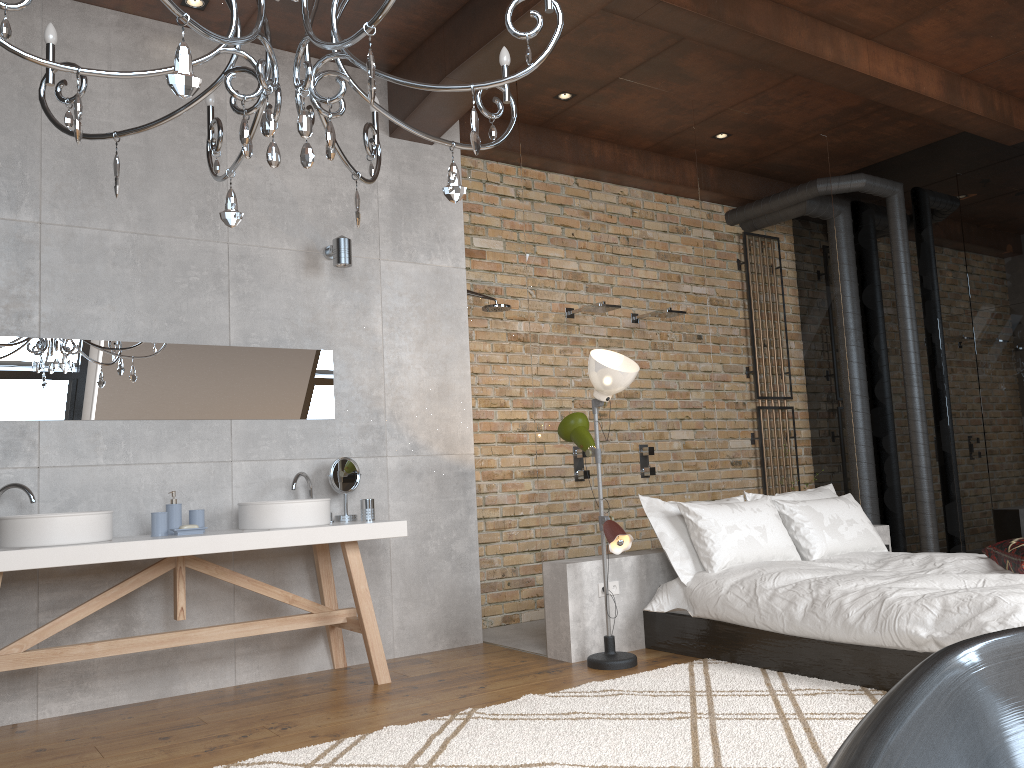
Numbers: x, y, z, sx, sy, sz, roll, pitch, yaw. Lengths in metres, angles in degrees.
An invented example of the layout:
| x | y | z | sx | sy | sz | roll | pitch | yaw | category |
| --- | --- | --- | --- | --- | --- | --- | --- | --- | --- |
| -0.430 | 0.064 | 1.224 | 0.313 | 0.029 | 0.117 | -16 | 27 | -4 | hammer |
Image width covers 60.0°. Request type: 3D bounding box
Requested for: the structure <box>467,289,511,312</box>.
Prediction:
| x | y | z | sx | sy | sz | roll | pitch | yaw | category |
| --- | --- | --- | --- | --- | --- | --- | --- | --- | --- |
| -0.155 | 0.315 | 5.603 | 0.457 | 2.005 | 0.217 | 2 | -8 | -38 | structure |

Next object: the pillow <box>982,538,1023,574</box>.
| x | y | z | sx | sy | sz | roll | pitch | yaw | category |
| --- | --- | --- | --- | --- | --- | --- | --- | --- | --- |
| 2.551 | 0.813 | 4.182 | 0.453 | 0.157 | 0.748 | -5 | -6 | 15 | pillow |

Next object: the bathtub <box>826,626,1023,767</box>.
| x | y | z | sx | sy | sz | roll | pitch | yaw | category |
| --- | --- | --- | --- | --- | --- | --- | --- | --- | --- |
| 0.806 | 0.678 | 0.957 | 0.872 | 0.652 | 1.811 | -6 | -7 | 28 | bathtub |

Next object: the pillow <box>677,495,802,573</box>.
| x | y | z | sx | sy | sz | roll | pitch | yaw | category |
| --- | --- | --- | --- | --- | --- | --- | --- | --- | --- |
| 1.248 | 0.824 | 4.858 | 0.744 | 0.397 | 0.276 | 1 | -7 | -35 | pillow |

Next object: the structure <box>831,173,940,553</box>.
| x | y | z | sx | sy | sz | roll | pitch | yaw | category |
| --- | --- | --- | --- | --- | --- | --- | --- | --- | --- |
| 2.527 | -0.003 | 7.039 | 0.829 | 3.140 | 1.189 | 1 | -7 | -34 | structure |

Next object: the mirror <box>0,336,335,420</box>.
| x | y | z | sx | sy | sz | roll | pitch | yaw | category |
| --- | --- | --- | --- | --- | --- | --- | --- | --- | --- |
| -1.733 | -0.014 | 4.320 | 1.838 | 0.377 | 0.007 | 1 | -7 | -34 | mirror |

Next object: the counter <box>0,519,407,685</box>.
| x | y | z | sx | sy | sz | roll | pitch | yaw | category |
| --- | --- | --- | --- | --- | --- | --- | --- | --- | --- |
| -1.504 | 1.069 | 4.017 | 2.011 | 0.765 | 0.630 | 1 | -7 | -34 | counter |

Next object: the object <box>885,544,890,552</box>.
| x | y | z | sx | sy | sz | roll | pitch | yaw | category |
| --- | --- | --- | --- | --- | --- | --- | --- | --- | --- |
| 2.477 | 1.171 | 5.948 | 0.116 | 0.178 | 0.067 | 1 | -7 | -31 | object |

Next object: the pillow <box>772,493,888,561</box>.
| x | y | z | sx | sy | sz | roll | pitch | yaw | category |
| --- | --- | --- | --- | --- | --- | --- | --- | --- | --- |
| 1.904 | 0.862 | 5.305 | 0.748 | 0.385 | 0.291 | 1 | -7 | -35 | pillow |

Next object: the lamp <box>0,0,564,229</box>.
| x | y | z | sx | sy | sz | roll | pitch | yaw | category |
| --- | --- | --- | --- | --- | --- | --- | --- | --- | --- |
| -0.637 | -1.344 | 2.464 | 1.409 | 1.594 | 1.409 | -2 | -6 | -12 | lamp |

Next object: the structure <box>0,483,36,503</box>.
| x | y | z | sx | sy | sz | roll | pitch | yaw | category |
| --- | --- | --- | --- | --- | --- | --- | --- | --- | --- |
| -2.172 | 0.559 | 3.789 | 0.242 | 0.268 | 0.141 | 1 | -7 | -29 | structure |

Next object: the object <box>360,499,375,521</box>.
| x | y | z | sx | sy | sz | roll | pitch | yaw | category |
| --- | --- | --- | --- | --- | --- | --- | --- | --- | --- |
| -0.745 | 0.650 | 4.579 | 0.073 | 0.111 | 0.073 | 3 | -8 | -42 | object |

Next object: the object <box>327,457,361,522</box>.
| x | y | z | sx | sy | sz | roll | pitch | yaw | category |
| --- | --- | --- | --- | --- | --- | --- | --- | --- | --- |
| -0.883 | 0.556 | 4.695 | 0.118 | 0.338 | 0.192 | -4 | -6 | 12 | object |

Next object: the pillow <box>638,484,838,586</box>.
| x | y | z | sx | sy | sz | roll | pitch | yaw | category |
| --- | --- | --- | --- | --- | --- | --- | --- | --- | --- |
| 1.491 | 0.858 | 5.224 | 1.746 | 0.517 | 0.358 | 1 | -8 | -35 | pillow |

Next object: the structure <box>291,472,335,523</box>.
| x | y | z | sx | sy | sz | roll | pitch | yaw | category |
| --- | --- | --- | --- | --- | --- | --- | --- | --- | --- |
| -1.047 | 0.585 | 4.557 | 0.242 | 0.268 | 0.141 | 2 | -8 | -39 | structure |

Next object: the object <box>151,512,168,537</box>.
| x | y | z | sx | sy | sz | roll | pitch | yaw | category |
| --- | --- | --- | --- | --- | --- | --- | --- | --- | --- |
| -1.598 | 0.636 | 4.020 | 0.075 | 0.108 | 0.075 | -3 | -6 | 1 | object |

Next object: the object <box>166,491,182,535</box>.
| x | y | z | sx | sy | sz | roll | pitch | yaw | category |
| --- | --- | --- | --- | --- | --- | --- | --- | --- | --- |
| -1.581 | 0.602 | 4.146 | 0.076 | 0.201 | 0.076 | 2 | -8 | -41 | object |

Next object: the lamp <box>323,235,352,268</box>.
| x | y | z | sx | sy | sz | roll | pitch | yaw | category |
| --- | --- | --- | --- | --- | --- | --- | --- | --- | --- |
| -0.953 | -0.710 | 4.830 | 0.101 | 0.168 | 0.243 | 1 | -7 | -34 | lamp |

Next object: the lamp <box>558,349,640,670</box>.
| x | y | z | sx | sy | sz | roll | pitch | yaw | category |
| --- | --- | --- | --- | --- | --- | --- | --- | --- | --- |
| 0.447 | 0.613 | 4.520 | 0.270 | 1.582 | 0.561 | 2 | -8 | -37 | lamp |

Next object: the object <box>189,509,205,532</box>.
| x | y | z | sx | sy | sz | roll | pitch | yaw | category |
| --- | --- | --- | --- | --- | --- | --- | --- | --- | --- |
| -1.489 | 0.648 | 4.188 | 0.075 | 0.108 | 0.075 | -1 | -6 | -14 | object |

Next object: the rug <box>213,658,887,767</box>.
| x | y | z | sx | sy | sz | roll | pitch | yaw | category |
| --- | --- | --- | --- | --- | --- | --- | --- | --- | --- |
| 0.153 | 1.230 | 2.807 | 3.139 | 0.019 | 1.726 | 1 | -7 | -34 | rug |

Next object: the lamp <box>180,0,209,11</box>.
| x | y | z | sx | sy | sz | roll | pitch | yaw | category |
| --- | --- | --- | --- | --- | --- | --- | --- | --- | --- |
| -1.570 | -1.898 | 4.391 | 0.115 | 0.027 | 0.113 | 1 | -7 | -34 | lamp |

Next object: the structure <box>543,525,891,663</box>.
| x | y | z | sx | sy | sz | roll | pitch | yaw | category |
| --- | --- | --- | --- | --- | --- | --- | --- | --- | --- |
| 1.398 | 1.207 | 5.399 | 2.820 | 0.494 | 0.206 | 1 | -7 | -34 | structure |

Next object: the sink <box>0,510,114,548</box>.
| x | y | z | sx | sy | sz | roll | pitch | yaw | category |
| --- | --- | --- | --- | --- | --- | --- | --- | --- | --- |
| -1.941 | 0.617 | 3.782 | 0.442 | 0.128 | 0.445 | -8 | -8 | 37 | sink |

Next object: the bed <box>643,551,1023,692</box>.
| x | y | z | sx | sy | sz | roll | pitch | yaw | category |
| --- | --- | --- | --- | --- | --- | --- | --- | --- | --- |
| 2.171 | 1.096 | 4.495 | 2.300 | 0.442 | 2.169 | 1 | -7 | -34 | bed |

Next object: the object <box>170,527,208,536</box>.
| x | y | z | sx | sy | sz | roll | pitch | yaw | category |
| --- | --- | --- | --- | --- | --- | --- | --- | --- | --- |
| -1.473 | 0.672 | 4.041 | 0.147 | 0.031 | 0.100 | 1 | -7 | -33 | object |

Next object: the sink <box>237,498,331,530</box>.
| x | y | z | sx | sy | sz | roll | pitch | yaw | category |
| --- | --- | --- | --- | --- | --- | --- | --- | --- | --- |
| -1.113 | 0.635 | 4.347 | 0.445 | 0.128 | 0.442 | -5 | -7 | 19 | sink |

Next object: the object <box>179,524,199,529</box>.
| x | y | z | sx | sy | sz | roll | pitch | yaw | category |
| --- | --- | --- | --- | --- | --- | --- | --- | --- | --- |
| -1.473 | 0.658 | 4.043 | 0.084 | 0.035 | 0.067 | 1 | -7 | -32 | object |
